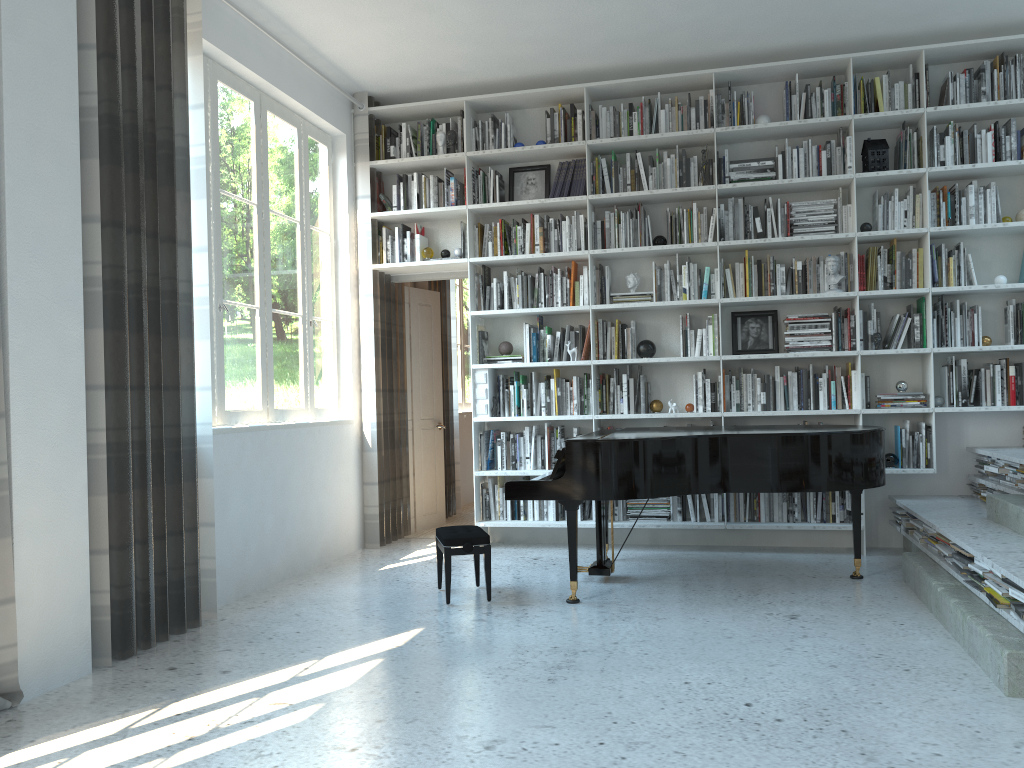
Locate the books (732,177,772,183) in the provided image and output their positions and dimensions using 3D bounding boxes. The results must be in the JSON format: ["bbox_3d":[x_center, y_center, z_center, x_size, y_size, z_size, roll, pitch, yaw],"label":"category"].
[{"bbox_3d":[1.590,-1.332,5.867,0.254,0.012,0.161,-2,-1,19],"label":"books"}]

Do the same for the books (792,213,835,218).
[{"bbox_3d":[1.959,-1.085,5.781,0.254,0.012,0.161,-2,-1,11],"label":"books"}]

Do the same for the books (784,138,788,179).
[{"bbox_3d":[1.793,-1.438,5.799,0.011,0.284,0.190,-2,-1,14],"label":"books"}]

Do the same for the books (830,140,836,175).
[{"bbox_3d":[2.078,-1.435,5.752,0.029,0.261,0.133,-2,0,14],"label":"books"}]

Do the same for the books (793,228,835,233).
[{"bbox_3d":[1.963,-0.989,5.786,0.254,0.012,0.161,-2,-1,14],"label":"books"}]

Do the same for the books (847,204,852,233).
[{"bbox_3d":[2.175,-1.043,5.734,0.030,0.205,0.158,-2,-1,14],"label":"books"}]

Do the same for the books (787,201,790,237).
[{"bbox_3d":[1.803,-1.053,5.799,0.013,0.247,0.176,-2,-1,14],"label":"books"}]

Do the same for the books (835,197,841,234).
[{"bbox_3d":[2.109,-1.065,5.731,0.012,0.254,0.161,-2,-1,14],"label":"books"}]

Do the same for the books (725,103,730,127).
[{"bbox_3d":[1.434,-1.749,5.903,0.026,0.194,0.166,-2,-1,14],"label":"books"}]

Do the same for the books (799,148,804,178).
[{"bbox_3d":[1.886,-1.408,5.792,0.028,0.219,0.183,-2,-1,14],"label":"books"}]

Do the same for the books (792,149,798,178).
[{"bbox_3d":[1.847,-1.405,5.799,0.027,0.216,0.190,-2,-1,14],"label":"books"}]

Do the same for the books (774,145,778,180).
[{"bbox_3d":[1.739,-1.421,5.829,0.012,0.254,0.161,-2,-1,14],"label":"books"}]

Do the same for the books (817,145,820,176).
[{"bbox_3d":[1.988,-1.416,5.770,0.010,0.230,0.152,-2,-1,14],"label":"books"}]

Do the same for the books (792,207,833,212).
[{"bbox_3d":[1.957,-1.122,5.777,0.254,0.012,0.161,-2,-1,19],"label":"books"}]

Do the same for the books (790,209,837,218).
[{"bbox_3d":[1.960,-1.110,5.785,0.285,0.012,0.159,-2,-1,13],"label":"books"}]

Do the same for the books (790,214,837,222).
[{"bbox_3d":[1.959,-1.073,5.780,0.285,0.012,0.159,-2,-1,17],"label":"books"}]

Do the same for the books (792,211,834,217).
[{"bbox_3d":[1.959,-1.098,5.783,0.254,0.012,0.161,-2,-1,16],"label":"books"}]

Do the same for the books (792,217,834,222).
[{"bbox_3d":[1.961,-1.061,5.785,0.254,0.012,0.161,-2,-1,15],"label":"books"}]

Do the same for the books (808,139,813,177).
[{"bbox_3d":[1.938,-1.435,5.779,0.023,0.269,0.185,-2,-1,14],"label":"books"}]

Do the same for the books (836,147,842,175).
[{"bbox_3d":[2.104,-1.406,5.732,0.029,0.202,0.191,-2,-1,14],"label":"books"}]

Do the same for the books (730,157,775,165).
[{"bbox_3d":[1.591,-1.459,5.879,0.285,0.024,0.159,-2,-1,14],"label":"books"}]

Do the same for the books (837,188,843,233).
[{"bbox_3d":[2.124,-1.098,5.744,0.012,0.319,0.140,-2,0,14],"label":"books"}]

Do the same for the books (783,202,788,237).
[{"bbox_3d":[1.793,-1.051,5.814,0.015,0.245,0.183,-2,-1,14],"label":"books"}]

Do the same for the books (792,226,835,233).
[{"bbox_3d":[1.962,-1.001,5.784,0.254,0.012,0.161,-2,-1,13],"label":"books"}]

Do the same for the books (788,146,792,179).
[{"bbox_3d":[1.813,-1.415,5.810,0.021,0.237,0.171,-2,-1,14],"label":"books"}]

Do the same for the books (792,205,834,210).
[{"bbox_3d":[1.958,-1.136,5.783,0.254,0.012,0.161,-2,-1,16],"label":"books"}]

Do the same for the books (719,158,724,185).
[{"bbox_3d":[1.395,-1.384,5.906,0.027,0.201,0.167,-2,-1,14],"label":"books"}]

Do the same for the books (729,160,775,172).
[{"bbox_3d":[1.590,-1.435,5.874,0.285,0.024,0.159,-2,-1,16],"label":"books"}]

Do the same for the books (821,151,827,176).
[{"bbox_3d":[2.017,-1.397,5.752,0.029,0.188,0.176,-2,-1,14],"label":"books"}]

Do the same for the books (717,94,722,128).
[{"bbox_3d":[1.384,-1.777,5.909,0.026,0.253,0.185,-2,-1,14],"label":"books"}]

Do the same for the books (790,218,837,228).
[{"bbox_3d":[1.961,-1.049,5.785,0.285,0.012,0.159,-2,-1,15],"label":"books"}]

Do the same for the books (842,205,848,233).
[{"bbox_3d":[2.145,-1.038,5.736,0.029,0.198,0.172,-2,-1,14],"label":"books"}]

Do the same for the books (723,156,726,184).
[{"bbox_3d":[1.417,-1.393,5.914,0.013,0.218,0.141,-2,-1,14],"label":"books"}]

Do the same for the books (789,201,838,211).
[{"bbox_3d":[1.956,-1.160,5.776,0.285,0.012,0.159,-2,-1,9],"label":"books"}]

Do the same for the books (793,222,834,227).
[{"bbox_3d":[1.961,-1.025,5.782,0.254,0.012,0.161,-2,-1,16],"label":"books"}]

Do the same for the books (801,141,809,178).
[{"bbox_3d":[1.917,-1.436,5.805,0.029,0.273,0.140,-2,0,14],"label":"books"}]

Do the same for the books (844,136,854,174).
[{"bbox_3d":[2.144,-1.426,5.665,0.037,0.237,0.272,-2,-1,14],"label":"books"}]

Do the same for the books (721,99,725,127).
[{"bbox_3d":[1.412,-1.765,5.921,0.023,0.228,0.157,-2,-1,14],"label":"books"}]

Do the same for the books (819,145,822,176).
[{"bbox_3d":[1.998,-1.417,5.761,0.012,0.230,0.158,-2,-1,14],"label":"books"}]

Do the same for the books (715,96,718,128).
[{"bbox_3d":[1.370,-1.777,5.933,0.012,0.254,0.161,-2,-1,14],"label":"books"}]

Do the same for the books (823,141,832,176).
[{"bbox_3d":[2.045,-1.427,5.744,0.032,0.248,0.173,-2,-1,14],"label":"books"}]

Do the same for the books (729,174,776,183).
[{"bbox_3d":[1.590,-1.356,5.872,0.285,0.012,0.159,-2,-1,11],"label":"books"}]

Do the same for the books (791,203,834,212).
[{"bbox_3d":[1.959,-1.148,5.787,0.254,0.012,0.161,-2,-1,14],"label":"books"}]

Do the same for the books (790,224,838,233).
[{"bbox_3d":[1.961,-1.013,5.780,0.285,0.012,0.159,-2,-1,11],"label":"books"}]

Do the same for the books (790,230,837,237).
[{"bbox_3d":[1.964,-0.976,5.784,0.285,0.012,0.159,-2,-1,15],"label":"books"}]

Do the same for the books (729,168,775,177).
[{"bbox_3d":[1.590,-1.386,5.867,0.285,0.024,0.159,-2,-1,19],"label":"books"}]

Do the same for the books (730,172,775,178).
[{"bbox_3d":[1.590,-1.368,5.874,0.285,0.012,0.159,-2,-1,12],"label":"books"}]

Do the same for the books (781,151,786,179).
[{"bbox_3d":[1.787,-1.406,5.842,0.024,0.223,0.128,-2,-1,14],"label":"books"}]

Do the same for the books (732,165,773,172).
[{"bbox_3d":[1.590,-1.410,5.870,0.254,0.025,0.161,-2,-1,10],"label":"books"}]

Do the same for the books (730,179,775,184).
[{"bbox_3d":[1.591,-1.319,5.871,0.285,0.012,0.159,-2,-1,17],"label":"books"}]

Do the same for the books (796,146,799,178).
[{"bbox_3d":[1.868,-1.420,5.807,0.012,0.244,0.131,-2,0,14],"label":"books"}]

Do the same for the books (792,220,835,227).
[{"bbox_3d":[1.961,-1.037,5.782,0.254,0.012,0.161,-2,-1,12],"label":"books"}]

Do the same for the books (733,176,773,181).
[{"bbox_3d":[1.590,-1.344,5.872,0.254,0.012,0.161,-2,-1,11],"label":"books"}]

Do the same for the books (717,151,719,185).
[{"bbox_3d":[1.380,-1.410,5.930,0.012,0.254,0.161,-2,-1,14],"label":"books"}]

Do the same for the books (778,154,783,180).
[{"bbox_3d":[1.756,-1.388,5.820,0.025,0.187,0.193,-2,-1,14],"label":"books"}]

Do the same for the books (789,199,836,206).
[{"bbox_3d":[1.957,-1.172,5.783,0.285,0.012,0.159,-2,-1,16],"label":"books"}]

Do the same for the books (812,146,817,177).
[{"bbox_3d":[1.958,-1.412,5.765,0.023,0.223,0.190,-2,-1,14],"label":"books"}]

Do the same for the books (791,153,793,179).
[{"bbox_3d":[1.832,-1.398,5.818,0.011,0.204,0.133,-2,-1,14],"label":"books"}]

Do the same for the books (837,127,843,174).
[{"bbox_3d":[2.124,-1.473,5.736,0.012,0.334,0.155,-2,0,14],"label":"books"}]
